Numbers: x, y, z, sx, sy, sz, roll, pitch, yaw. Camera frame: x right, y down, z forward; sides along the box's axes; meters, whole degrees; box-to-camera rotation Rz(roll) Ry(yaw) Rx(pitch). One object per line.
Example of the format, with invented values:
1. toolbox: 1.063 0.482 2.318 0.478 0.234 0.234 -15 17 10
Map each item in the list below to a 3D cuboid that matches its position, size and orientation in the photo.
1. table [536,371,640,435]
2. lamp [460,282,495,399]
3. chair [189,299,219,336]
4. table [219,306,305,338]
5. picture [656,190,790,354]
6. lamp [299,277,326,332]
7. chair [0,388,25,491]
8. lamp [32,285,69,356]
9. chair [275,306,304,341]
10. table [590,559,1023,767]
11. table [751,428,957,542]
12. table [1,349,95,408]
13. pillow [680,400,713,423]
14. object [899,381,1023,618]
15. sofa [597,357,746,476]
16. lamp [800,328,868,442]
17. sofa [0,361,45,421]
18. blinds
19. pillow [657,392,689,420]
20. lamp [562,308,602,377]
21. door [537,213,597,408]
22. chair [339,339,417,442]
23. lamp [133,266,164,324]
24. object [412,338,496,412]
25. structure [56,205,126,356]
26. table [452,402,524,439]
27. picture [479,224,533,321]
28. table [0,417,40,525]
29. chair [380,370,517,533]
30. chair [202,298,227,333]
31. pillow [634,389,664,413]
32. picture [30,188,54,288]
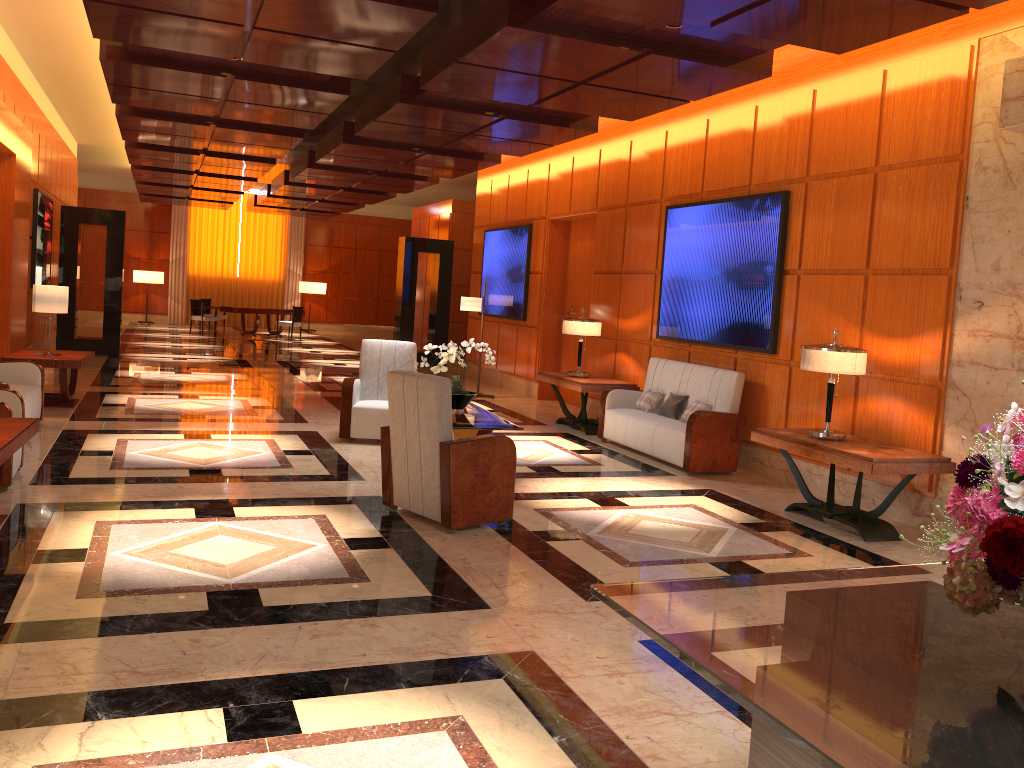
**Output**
1. table: 0.839 0.227 10.309 0.725 0.605 1.274 2 6 -22
2. lamp: -0.511 -0.631 12.715 0.526 1.657 0.361 2 4 -32
3. chair: -7.767 -1.675 22.210 0.577 0.892 0.585 5 4 16
4. table: -6.449 -1.593 22.919 0.785 0.739 2.108 8 7 39
5. picture: 2.024 -1.105 8.806 0.056 1.448 2.003 3 5 -22
6. lamp: -6.133 -2.435 27.132 0.811 1.657 0.812 5 4 18
7. chair: -3.628 0.172 5.909 0.628 0.958 0.740 2 5 -23
8. lamp: 0.715 -0.001 6.422 13.020 0.733 0.335 7 5 27
9. chair: -5.585 -1.543 22.376 0.577 0.892 0.585 5 4 21
10. table: 1.214 1.010 1.907 1.599 0.743 1.606 2 6 -22
11. table: 2.391 0.718 6.397 0.725 0.605 1.274 2 6 -22
12. table: -4.953 -0.052 9.504 0.724 0.533 1.172 2 5 -19
13. pillow: 1.732 0.282 8.355 0.202 0.229 0.274 2 5 -19
14. object: 1.254 0.310 1.883 0.649 0.657 0.682 1 5 -31
15. sofa: 1.541 0.256 8.740 0.612 0.930 1.805 2 5 -21
16. lamp: 2.325 -0.002 6.455 0.458 0.808 0.460 3 4 -13
17. sofa: -4.328 -0.006 7.366 0.612 0.930 1.805 2 5 -21
18. blinds: -8.304 -3.766 26.839 3.850 4.055 0.149 2 4 -22
19. pillow: 1.600 0.217 8.781 0.160 0.252 0.359 2 5 -25
20. lamp: 0.799 -0.494 10.304 0.459 0.792 0.459 6 5 30
21. door: 0.897 -0.989 12.264 0.340 2.645 1.543 3 4 -22
22. chair: -1.253 0.062 8.661 0.737 0.958 0.630 4 4 -3
23. lamp: -10.441 -2.557 25.408 0.811 1.657 0.812 5 4 18
24. object: -0.465 -0.082 7.474 0.788 0.616 0.418 -1 6 -44
25. structure: -7.245 -1.760 15.276 0.985 2.492 0.501 2 4 -22
26. table: -0.511 0.483 7.376 0.722 0.494 1.565 2 6 -19
27. picture: -0.129 -1.787 14.237 0.056 1.448 2.003 3 5 -22
28. table: -3.112 0.531 4.861 0.724 0.533 1.172 2 5 -19
29. chair: -0.434 0.401 5.787 0.628 0.958 0.740 0 6 -43
30. chair: -7.917 -1.808 23.457 0.576 0.892 0.586 4 4 6
31. pillow: 1.414 0.175 9.174 0.195 0.226 0.345 3 5 -17
32. picture: -7.323 -2.234 13.831 0.056 1.448 2.003 3 5 -22
